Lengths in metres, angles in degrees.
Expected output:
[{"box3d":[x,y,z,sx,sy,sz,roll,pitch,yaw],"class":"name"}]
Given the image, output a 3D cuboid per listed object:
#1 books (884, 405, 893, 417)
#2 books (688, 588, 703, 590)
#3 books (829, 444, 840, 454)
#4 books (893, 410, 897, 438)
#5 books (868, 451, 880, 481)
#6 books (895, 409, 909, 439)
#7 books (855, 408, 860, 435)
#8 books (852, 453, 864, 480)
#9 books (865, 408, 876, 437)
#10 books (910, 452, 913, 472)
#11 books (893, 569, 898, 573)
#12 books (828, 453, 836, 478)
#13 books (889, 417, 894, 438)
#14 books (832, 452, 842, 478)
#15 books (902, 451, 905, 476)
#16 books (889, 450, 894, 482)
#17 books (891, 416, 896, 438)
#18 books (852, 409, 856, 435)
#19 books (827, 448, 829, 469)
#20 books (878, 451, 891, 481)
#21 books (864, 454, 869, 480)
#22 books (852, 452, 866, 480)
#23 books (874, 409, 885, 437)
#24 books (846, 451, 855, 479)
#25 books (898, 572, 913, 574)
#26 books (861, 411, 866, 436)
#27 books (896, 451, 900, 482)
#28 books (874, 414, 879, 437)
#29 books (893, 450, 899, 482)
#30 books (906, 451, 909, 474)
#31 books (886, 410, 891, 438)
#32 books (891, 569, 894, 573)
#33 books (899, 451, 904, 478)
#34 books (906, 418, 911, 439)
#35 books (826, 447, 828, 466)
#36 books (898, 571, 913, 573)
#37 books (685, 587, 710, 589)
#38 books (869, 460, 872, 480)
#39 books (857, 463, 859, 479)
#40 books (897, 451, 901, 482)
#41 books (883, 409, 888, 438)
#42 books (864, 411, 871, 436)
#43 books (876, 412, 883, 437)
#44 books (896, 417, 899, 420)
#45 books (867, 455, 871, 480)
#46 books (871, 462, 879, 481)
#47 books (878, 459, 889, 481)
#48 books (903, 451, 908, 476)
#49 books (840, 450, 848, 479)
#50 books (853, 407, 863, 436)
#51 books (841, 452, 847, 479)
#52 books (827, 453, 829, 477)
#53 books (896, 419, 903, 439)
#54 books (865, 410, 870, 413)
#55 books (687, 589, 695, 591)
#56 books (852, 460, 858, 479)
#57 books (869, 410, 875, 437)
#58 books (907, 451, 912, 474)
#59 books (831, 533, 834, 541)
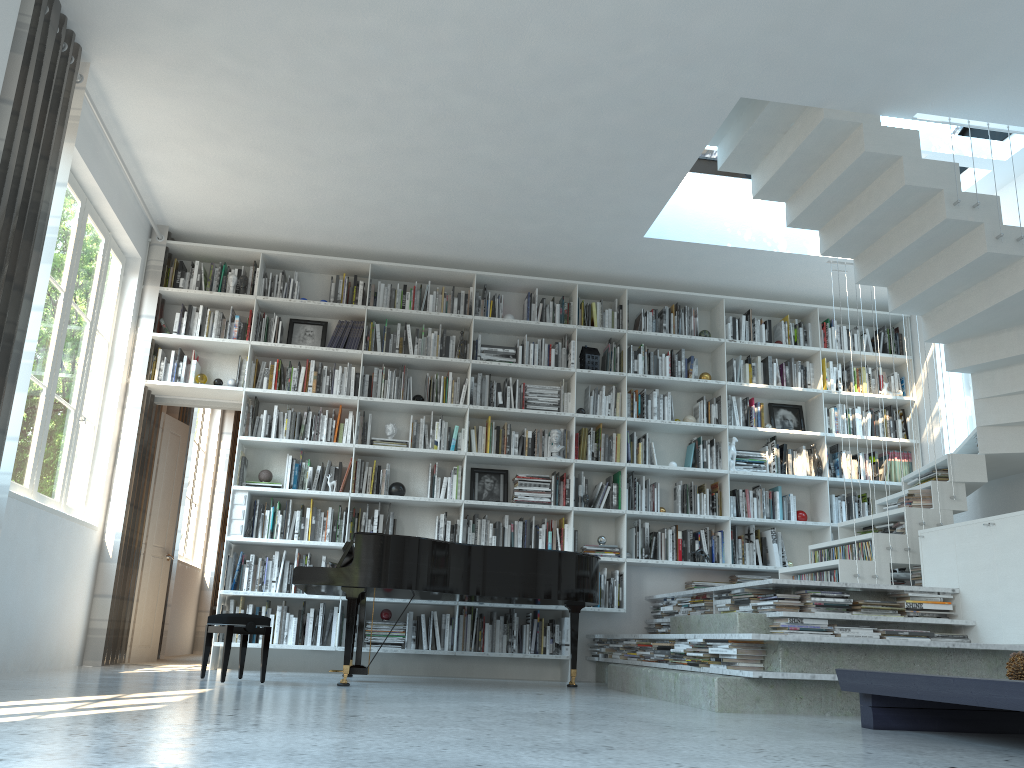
[{"box3d":[3.228,0.358,7.605,0.013,0.329,0.140,5,-16,-8],"class":"books"},{"box3d":[1.557,1.617,6.969,0.308,0.008,0.195,3,-16,-3],"class":"books"},{"box3d":[2.709,0.672,7.426,0.012,0.321,0.142,5,-16,-8],"class":"books"},{"box3d":[3.241,0.379,7.592,0.013,0.282,0.149,5,-16,-8],"class":"books"},{"box3d":[3.029,0.719,7.463,0.026,0.277,0.170,5,-16,-8],"class":"books"},{"box3d":[3.318,0.378,7.593,0.042,0.291,0.187,5,-16,-8],"class":"books"},{"box3d":[2.889,0.356,7.525,0.022,0.262,0.173,5,-16,-8],"class":"books"},{"box3d":[2.881,0.718,7.427,0.022,0.246,0.181,5,-16,-8],"class":"books"},{"box3d":[3.055,0.363,7.577,0.024,0.291,0.132,5,-16,-8],"class":"books"},{"box3d":[3.332,0.733,7.499,0.018,0.292,0.170,5,-16,-8],"class":"books"},{"box3d":[3.068,1.376,7.203,0.010,0.335,0.185,5,-16,-8],"class":"books"},{"box3d":[2.645,0.711,7.415,0.066,0.236,0.144,5,-16,-8],"class":"books"},{"box3d":[3.187,0.405,7.559,0.025,0.211,0.189,5,-16,-8],"class":"books"},{"box3d":[2.693,0.704,7.396,0.022,0.242,0.171,5,-16,-8],"class":"books"},{"box3d":[3.261,0.727,7.489,0.018,0.292,0.170,5,-16,-8],"class":"books"},{"box3d":[3.165,0.719,7.475,0.033,0.293,0.170,5,-16,-8],"class":"books"},{"box3d":[3.210,0.405,7.573,0.025,0.219,0.178,5,-16,-8],"class":"books"},{"box3d":[2.866,0.357,7.524,0.024,0.258,0.157,5,-16,-8],"class":"books"},{"box3d":[2.608,0.687,7.416,0.010,0.278,0.148,5,-16,-8],"class":"books"},{"box3d":[3.128,0.718,7.469,0.072,0.290,0.170,5,-16,-8],"class":"books"},{"box3d":[2.946,0.725,7.455,0.012,0.253,0.161,5,-16,-8],"class":"books"},{"box3d":[2.904,0.717,7.442,0.029,0.258,0.172,5,-16,-8],"class":"books"},{"box3d":[3.128,0.368,7.568,0.012,0.282,0.152,5,-16,-8],"class":"books"},{"box3d":[2.792,0.702,7.411,0.056,0.260,0.177,5,-16,-8],"class":"books"},{"box3d":[3.197,1.550,7.262,0.198,0.008,0.111,4,-16,-4],"class":"books"},{"box3d":[2.960,0.372,7.553,0.012,0.253,0.161,5,-16,-8],"class":"books"},{"box3d":[3.207,0.722,7.481,0.018,0.292,0.170,5,-16,-8],"class":"books"},{"box3d":[3.079,0.391,7.574,0.028,0.236,0.146,5,-16,-8],"class":"books"},{"box3d":[3.191,0.717,7.465,0.018,0.292,0.170,5,-16,-8],"class":"books"},{"box3d":[3.297,0.730,7.494,0.018,0.292,0.170,5,-16,-8],"class":"books"},{"box3d":[3.161,0.376,7.565,0.028,0.267,0.174,5,-16,-8],"class":"books"},{"box3d":[3.046,1.426,7.212,0.024,0.242,0.141,5,-16,-8],"class":"books"},{"box3d":[3.243,0.724,7.482,0.018,0.292,0.170,5,-16,-8],"class":"books"},{"box3d":[3.347,0.416,7.589,0.021,0.218,0.184,5,-16,-8],"class":"books"},{"box3d":[2.591,0.676,7.406,0.010,0.292,0.165,5,-16,-8],"class":"books"},{"box3d":[3.197,1.544,7.271,0.198,0.008,0.111,5,-16,-8],"class":"books"},{"box3d":[1.557,1.612,6.976,0.346,0.007,0.194,6,-17,-11],"class":"books"},{"box3d":[2.982,0.752,7.459,0.014,0.206,0.138,5,-16,-8],"class":"books"},{"box3d":[2.852,0.750,7.430,0.030,0.183,0.137,5,-16,-8],"class":"books"},{"box3d":[3.225,0.724,7.483,0.018,0.292,0.170,5,-16,-8],"class":"books"},{"box3d":[3.141,0.371,7.565,0.013,0.276,0.188,5,-16,-8],"class":"books"},{"box3d":[2.991,0.373,7.537,0.045,0.244,0.177,5,-16,-8],"class":"books"},{"box3d":[3.107,0.383,7.569,0.025,0.252,0.160,5,-16,-8],"class":"books"},{"box3d":[3.284,0.413,7.610,0.024,0.229,0.131,5,-16,-8],"class":"books"},{"box3d":[2.964,0.730,7.460,0.025,0.248,0.134,5,-16,-8],"class":"books"},{"box3d":[3.007,0.756,7.420,0.024,0.180,0.191,5,-16,-8],"class":"books"},{"box3d":[3.086,0.753,7.451,0.088,0.216,0.167,5,-16,-8],"class":"books"},{"box3d":[3.279,0.727,7.486,0.018,0.292,0.170,5,-16,-8],"class":"books"},{"box3d":[2.752,0.701,7.418,0.022,0.264,0.157,5,-16,-8],"class":"books"},{"box3d":[2.914,0.350,7.537,0.030,0.283,0.167,5,-16,-8],"class":"books"},{"box3d":[2.729,0.705,7.400,0.026,0.245,0.181,5,-16,-8],"class":"books"},{"box3d":[2.599,0.703,7.400,0.010,0.238,0.148,5,-16,-8],"class":"books"},{"box3d":[3.263,0.419,7.568,0.029,0.194,0.192,5,-16,-8],"class":"books"},{"box3d":[3.037,0.371,7.576,0.010,0.273,0.130,5,-16,-8],"class":"books"},{"box3d":[1.552,1.628,6.979,0.308,0.008,0.195,5,-16,-8],"class":"books"},{"box3d":[2.829,0.740,7.407,0.023,0.188,0.170,5,-16,-8],"class":"books"},{"box3d":[3.024,0.371,7.549,0.023,0.257,0.184,5,-16,-8],"class":"books"},{"box3d":[3.316,0.728,7.486,0.018,0.292,0.170,5,-16,-8],"class":"books"},{"box3d":[2.551,1.357,7.133,0.011,0.292,0.144,5,-16,-8],"class":"books"}]
